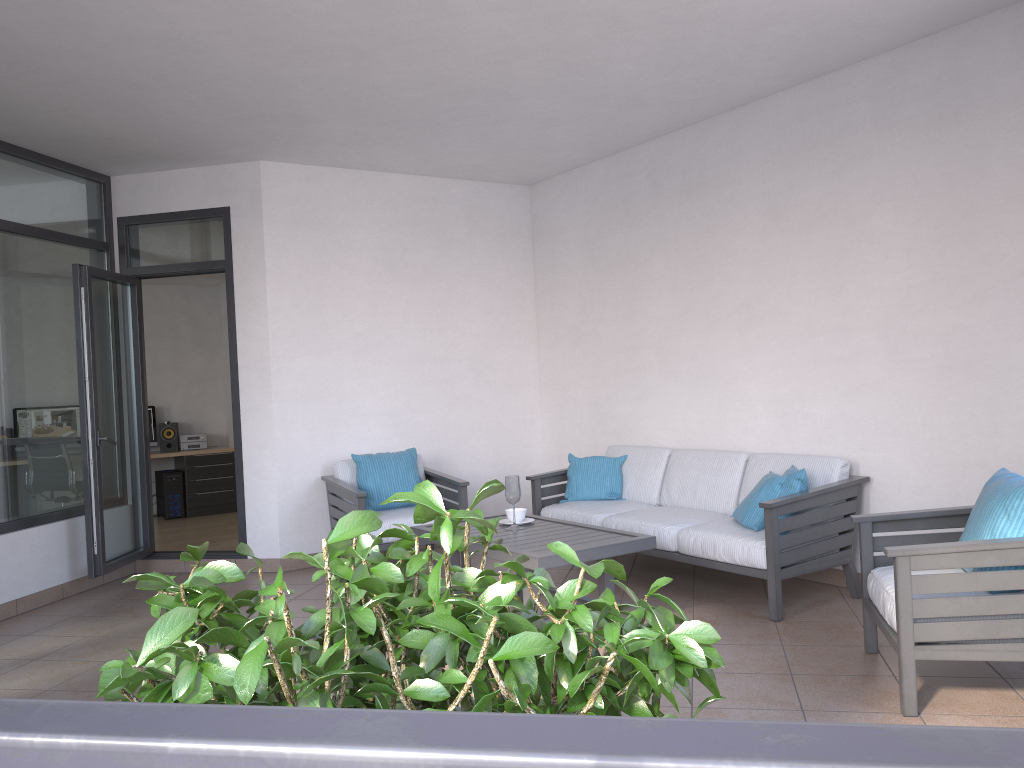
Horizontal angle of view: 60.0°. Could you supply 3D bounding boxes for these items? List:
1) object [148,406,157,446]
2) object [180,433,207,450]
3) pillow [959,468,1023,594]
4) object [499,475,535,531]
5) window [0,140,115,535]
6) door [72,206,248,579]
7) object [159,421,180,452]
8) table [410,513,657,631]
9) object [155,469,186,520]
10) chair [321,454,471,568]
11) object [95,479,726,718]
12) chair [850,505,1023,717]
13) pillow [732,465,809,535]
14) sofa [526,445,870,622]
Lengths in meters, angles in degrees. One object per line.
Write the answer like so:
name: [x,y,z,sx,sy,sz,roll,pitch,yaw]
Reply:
object: [-4.430,0.534,10.081,0.716,0.535,0.190,-3,0,-28]
object: [-3.733,0.678,10.413,0.285,0.174,0.270,-3,0,-18]
pillow: [1.909,0.557,3.443,0.316,0.426,0.510,-3,0,9]
object: [-0.001,0.639,4.906,0.203,0.284,0.337,-3,0,17]
window: [-3.467,-0.277,4.047,0.170,2.402,5.002,-3,0,12]
door: [-2.437,0.016,6.090,0.905,2.500,0.924,-3,0,12]
object: [-3.987,0.601,10.321,0.198,0.354,0.249,-3,0,-18]
table: [0.076,1.010,4.667,0.710,0.473,1.260,-3,0,-33]
object: [-3.909,1.261,10.143,0.215,0.527,0.474,-3,0,-33]
chair: [-0.818,0.903,6.199,0.797,0.765,0.807,-3,0,-28]
object: [-0.103,0.731,0.902,0.681,1.264,0.691,-3,0,15]
chair: [1.824,0.781,3.469,0.807,0.765,0.797,-3,0,12]
pillow: [1.408,0.628,4.855,0.377,0.370,0.543,-3,0,7]
sofa: [1.032,0.813,5.510,0.807,0.765,2.161,-3,0,-33]
